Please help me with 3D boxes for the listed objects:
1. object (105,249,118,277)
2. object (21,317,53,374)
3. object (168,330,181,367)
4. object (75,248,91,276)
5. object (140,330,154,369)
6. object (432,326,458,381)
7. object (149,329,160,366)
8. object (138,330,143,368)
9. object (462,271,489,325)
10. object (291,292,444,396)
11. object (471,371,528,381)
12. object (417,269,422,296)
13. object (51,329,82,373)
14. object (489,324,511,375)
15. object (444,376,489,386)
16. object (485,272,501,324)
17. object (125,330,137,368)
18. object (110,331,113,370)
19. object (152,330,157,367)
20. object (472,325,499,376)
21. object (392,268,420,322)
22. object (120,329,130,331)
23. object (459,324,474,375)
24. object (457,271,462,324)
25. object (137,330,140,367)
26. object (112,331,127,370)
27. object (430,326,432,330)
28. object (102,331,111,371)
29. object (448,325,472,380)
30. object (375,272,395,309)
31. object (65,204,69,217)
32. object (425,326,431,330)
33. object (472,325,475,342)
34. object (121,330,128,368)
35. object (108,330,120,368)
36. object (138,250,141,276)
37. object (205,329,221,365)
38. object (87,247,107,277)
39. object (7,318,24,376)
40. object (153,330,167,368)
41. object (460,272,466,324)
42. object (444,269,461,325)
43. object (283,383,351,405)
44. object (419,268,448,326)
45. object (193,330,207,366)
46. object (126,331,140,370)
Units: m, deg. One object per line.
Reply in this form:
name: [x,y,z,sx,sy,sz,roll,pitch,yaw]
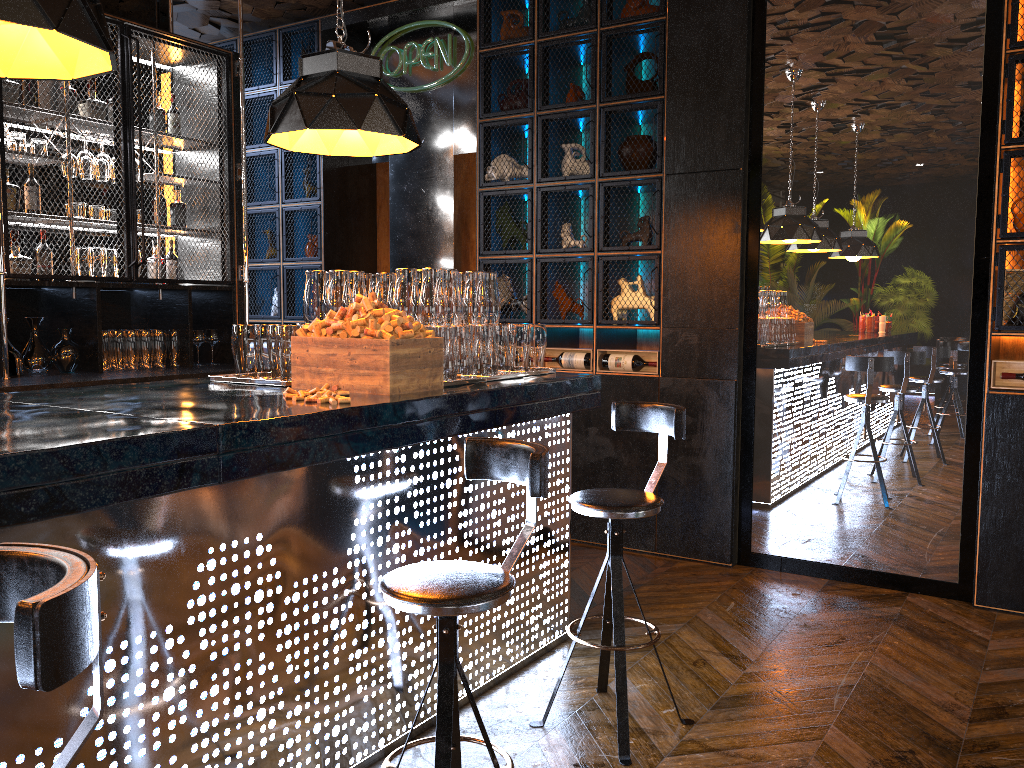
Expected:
object: [-2.423,-0.706,5.346,0.105,0.209,0.105,2,5,17]
object: [-2.647,-0.214,4.929,0.170,0.313,0.170,3,5,27]
object: [-2.110,-0.223,5.545,0.079,0.231,0.079,3,6,29]
object: [-2.536,-0.700,5.266,0.105,0.209,0.105,2,5,17]
object: [-2.215,-0.210,5.383,0.079,0.231,0.079,-3,6,-31]
object: [-0.249,-0.105,3.199,0.105,0.209,0.105,-3,6,-33]
object: [-2.261,-0.230,5.621,0.079,0.231,0.079,0,5,-3]
object: [-2.267,-0.217,5.467,0.079,0.231,0.079,4,6,34]
object: [-0.144,-0.337,3.473,0.105,0.209,0.105,-3,6,-33]
object: [-0.484,-0.149,3.053,0.464,0.332,0.340,4,6,35]
object: [-0.189,-0.040,3.575,0.437,0.019,0.273,3,6,32]
object: [-0.336,-0.331,3.382,0.105,0.209,0.105,-3,6,-33]
object: [-2.524,-0.188,5.020,0.158,0.248,0.158,3,5,27]
object: [-0.056,-0.133,3.542,0.105,0.209,0.105,-3,6,-33]
object: [-0.333,-0.020,3.333,0.437,0.019,0.273,3,6,32]
object: [-0.099,-0.344,3.552,0.105,0.209,0.105,-3,6,-33]
object: [-2.310,-0.210,5.388,0.079,0.231,0.079,5,7,42]
object: [-2.402,-0.199,5.251,0.079,0.231,0.079,1,5,12]
object: [-2.214,-0.224,5.547,0.079,0.231,0.079,1,5,12]
object: [-0.105,-0.125,3.442,0.105,0.209,0.105,-3,6,-33]
object: [-0.391,-0.323,3.285,0.105,0.209,0.105,-3,6,-33]
object: [-2.419,-0.225,5.550,0.079,0.231,0.079,-3,6,-32]
object: [-0.195,-0.132,3.513,0.105,0.209,0.105,-3,6,-33]
object: [-0.247,-0.343,3.527,0.105,0.209,0.105,-3,6,-33]
object: [-2.315,-0.225,5.553,0.079,0.231,0.079,-1,5,-10]
object: [-2.311,-0.197,5.229,0.079,0.231,0.079,3,6,29]
object: [-0.287,-0.119,3.367,0.105,0.209,0.105,-3,6,-33]
object: [-2.365,-0.190,5.142,0.079,0.231,0.079,-2,5,-22]
object: [-0.200,-0.113,3.300,0.105,0.209,0.105,-3,6,-33]
object: [-0.528,-0.359,3.701,0.105,0.209,0.105,-3,6,-33]
object: [-2.560,-1.001,5.184,0.089,0.092,0.089,0,5,-1]
object: [-0.339,-0.112,3.271,0.105,0.209,0.105,-3,6,-33]
object: [-0.143,-0.140,3.609,0.105,0.209,0.105,-3,6,-33]
object: [-2.366,-0.217,5.460,0.079,0.231,0.079,3,5,26]
object: [-2.419,-0.212,5.397,0.079,0.231,0.079,-2,5,-25]
object: [-2.315,-0.711,5.405,0.105,0.209,0.105,2,5,17]
object: [-1.970,-0.243,5.826,0.101,0.227,0.101,1,5,10]
object: [-2.435,-0.694,5.211,0.105,0.209,0.105,2,5,17]
object: [-2.742,-0.199,4.780,0.186,0.307,0.186,4,6,38]
object: [-2.163,-0.216,5.458,0.079,0.231,0.079,-2,5,-22]
object: [-0.192,-0.351,3.624,0.105,0.209,0.105,-3,6,-33]
object: [-0.243,-0.324,3.309,0.105,0.209,0.105,-3,6,-33]
object: [-0.591,0.031,2.719,0.198,0.045,0.377,-1,5,-19]
object: [-0.288,-0.317,3.230,0.105,0.209,0.105,-3,6,-33]
object: [-2.013,-0.231,5.684,0.101,0.227,0.101,1,5,10]
object: [-2.268,-0.203,5.301,0.079,0.231,0.079,1,5,9]
